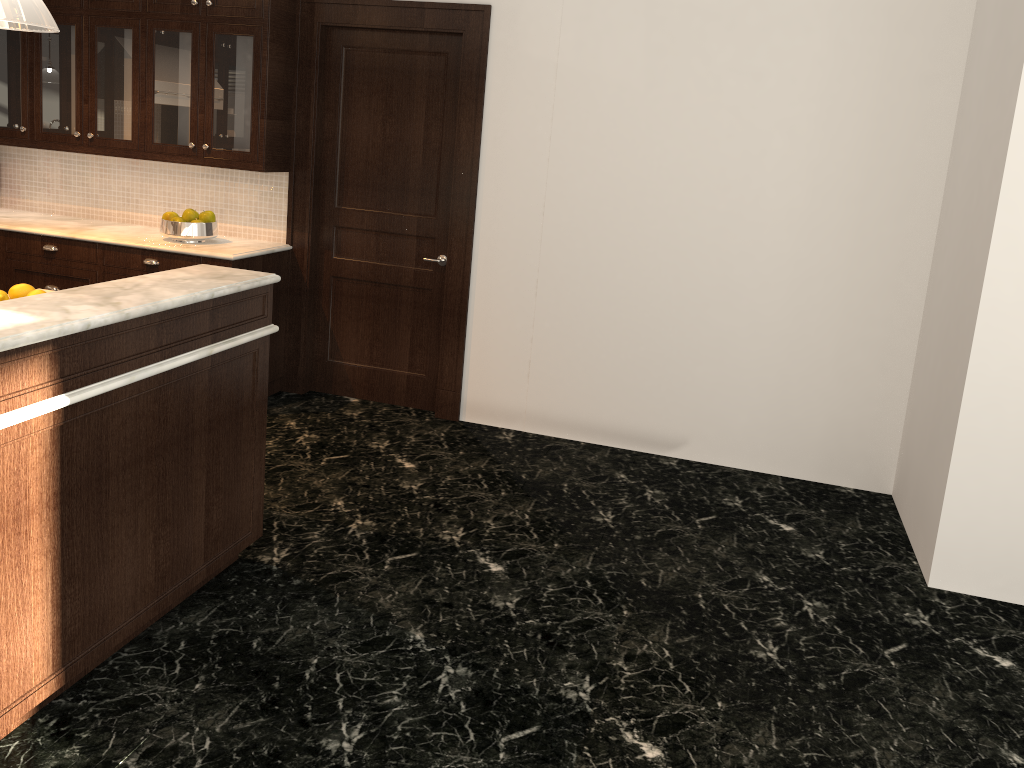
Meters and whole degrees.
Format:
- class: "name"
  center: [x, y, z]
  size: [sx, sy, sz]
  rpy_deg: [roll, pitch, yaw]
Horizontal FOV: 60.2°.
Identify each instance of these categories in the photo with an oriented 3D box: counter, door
- class: "counter"
  center: [-1.733, 0.062, 1.967]
  size: [1.057, 0.031, 2.917]
  rpy_deg: [9, 16, 14]
- class: "counter"
  center: [-1.367, -0.062, 1.850]
  size: [0.329, 0.031, 2.903]
  rpy_deg: [9, 16, 13]
- class: "counter"
  center: [-2.870, -0.590, 3.967]
  size: [2.321, 0.031, 3.425]
  rpy_deg: [9, 16, 14]
- class: "door"
  center: [-0.751, -0.945, 5.177]
  size: [0.866, 2.148, 0.110]
  rpy_deg: [8, 11, 15]

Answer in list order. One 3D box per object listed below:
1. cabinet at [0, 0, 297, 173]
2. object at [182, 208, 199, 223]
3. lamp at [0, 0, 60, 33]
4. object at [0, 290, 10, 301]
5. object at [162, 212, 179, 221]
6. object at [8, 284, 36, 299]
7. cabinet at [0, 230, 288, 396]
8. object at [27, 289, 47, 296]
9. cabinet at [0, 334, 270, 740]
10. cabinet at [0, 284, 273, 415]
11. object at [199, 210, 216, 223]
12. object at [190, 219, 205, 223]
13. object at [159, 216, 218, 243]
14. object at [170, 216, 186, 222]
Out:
- class: "cabinet"
  center: [-2.783, -1.625, 3.779]
  size: [2.313, 1.233, 3.424]
  rpy_deg: [9, 15, 14]
- class: "object"
  center: [-1.826, -0.947, 5.017]
  size: [0.095, 0.098, 0.093]
  rpy_deg: [3, 13, -9]
- class: "lamp"
  center: [-1.273, -1.277, 2.134]
  size: [0.320, 0.770, 0.320]
  rpy_deg: [11, 13, 28]
- class: "object"
  center: [-1.712, -0.278, 2.935]
  size: [0.082, 0.072, 0.081]
  rpy_deg: [5, 13, 2]
- class: "object"
  center: [-1.931, -0.928, 4.995]
  size: [0.091, 0.097, 0.095]
  rpy_deg: [1, 14, -18]
- class: "object"
  center: [-1.694, -0.312, 3.059]
  size: [0.082, 0.070, 0.083]
  rpy_deg: [12, 15, 29]
- class: "cabinet"
  center: [-2.909, -0.150, 4.049]
  size: [2.321, 0.865, 3.425]
  rpy_deg: [9, 16, 14]
- class: "object"
  center: [-1.604, -0.284, 2.986]
  size: [0.083, 0.070, 0.082]
  rpy_deg: [11, 15, 25]
- class: "cabinet"
  center: [-1.774, 0.486, 2.050]
  size: [1.028, 0.896, 2.896]
  rpy_deg: [8, 15, 14]
- class: "cabinet"
  center: [-1.379, 0.030, 1.857]
  size: [0.293, 0.150, 2.885]
  rpy_deg: [9, 16, 14]
- class: "object"
  center: [-1.738, -0.941, 5.032]
  size: [0.093, 0.096, 0.093]
  rpy_deg: [2, 13, -14]
- class: "object"
  center: [-1.773, -0.882, 4.984]
  size: [0.092, 0.096, 0.093]
  rpy_deg: [-8, 18, -45]
- class: "object"
  center: [-1.845, -0.878, 5.045]
  size: [0.318, 0.120, 0.324]
  rpy_deg: [7, 15, 8]
- class: "object"
  center: [-1.871, -0.893, 4.958]
  size: [0.092, 0.095, 0.101]
  rpy_deg: [13, 15, 31]
